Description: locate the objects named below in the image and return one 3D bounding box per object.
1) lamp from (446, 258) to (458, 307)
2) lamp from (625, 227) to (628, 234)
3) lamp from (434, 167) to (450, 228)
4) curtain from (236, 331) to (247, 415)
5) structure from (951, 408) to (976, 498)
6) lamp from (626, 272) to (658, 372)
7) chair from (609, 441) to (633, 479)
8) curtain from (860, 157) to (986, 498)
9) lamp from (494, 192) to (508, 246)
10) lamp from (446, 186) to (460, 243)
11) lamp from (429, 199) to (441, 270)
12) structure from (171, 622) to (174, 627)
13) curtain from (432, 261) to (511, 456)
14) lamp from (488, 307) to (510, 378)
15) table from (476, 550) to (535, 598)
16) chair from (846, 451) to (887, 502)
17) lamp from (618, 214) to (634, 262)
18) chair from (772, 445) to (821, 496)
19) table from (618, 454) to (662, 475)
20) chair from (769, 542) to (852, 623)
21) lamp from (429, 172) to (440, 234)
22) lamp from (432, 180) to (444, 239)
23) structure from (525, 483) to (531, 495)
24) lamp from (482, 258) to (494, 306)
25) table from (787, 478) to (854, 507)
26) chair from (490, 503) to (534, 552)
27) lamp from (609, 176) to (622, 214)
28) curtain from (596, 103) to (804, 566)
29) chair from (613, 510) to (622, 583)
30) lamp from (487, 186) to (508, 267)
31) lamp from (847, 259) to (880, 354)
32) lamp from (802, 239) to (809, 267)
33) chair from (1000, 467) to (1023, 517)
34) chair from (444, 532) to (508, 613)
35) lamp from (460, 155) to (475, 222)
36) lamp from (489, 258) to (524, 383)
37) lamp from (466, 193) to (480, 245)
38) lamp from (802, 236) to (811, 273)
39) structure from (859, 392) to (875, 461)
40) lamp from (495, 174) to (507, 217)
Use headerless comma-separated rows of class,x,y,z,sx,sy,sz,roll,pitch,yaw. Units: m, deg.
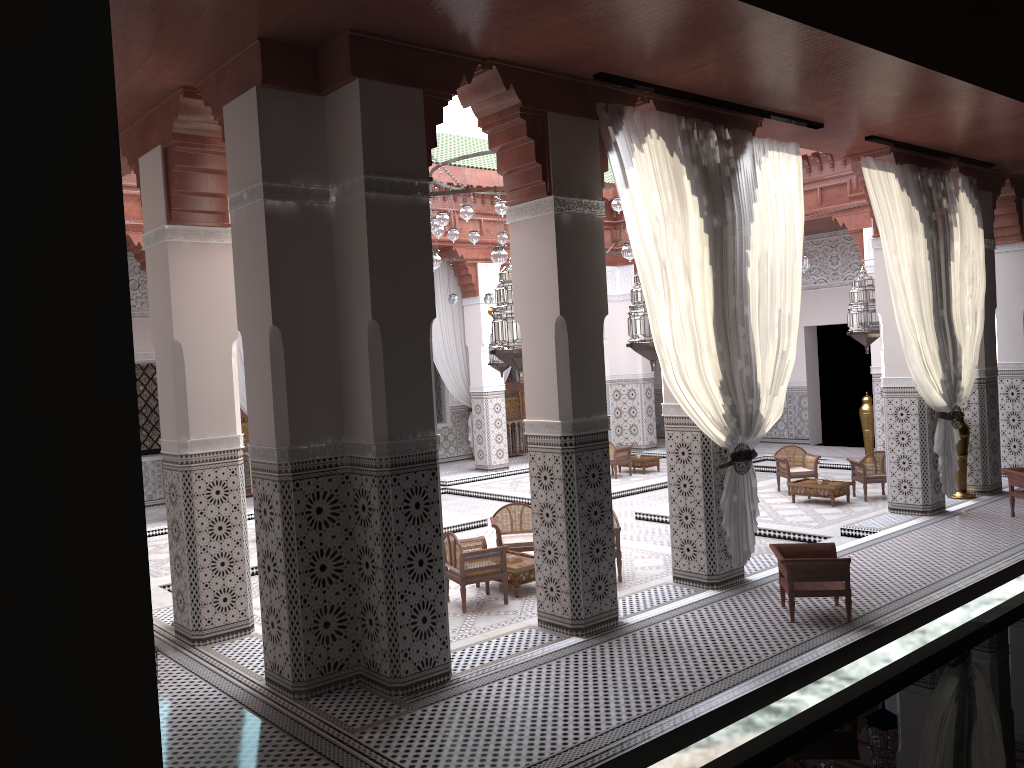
lamp,-0.463,-0.776,6.774,0.090,0.371,0.091,-3,2,15
lamp,0.809,-1.187,6.036,0.091,0.371,0.090,-3,2,0
lamp,-0.418,-1.090,5.150,0.090,0.371,0.091,-4,2,-15
curtain,-1.755,-0.094,6.630,1.304,1.761,0.048,-5,2,-40
structure,2.616,0.388,5.188,0.156,0.539,0.156,-4,2,-23
lamp,0.599,-0.330,3.832,0.216,0.552,0.221,-5,2,-40
chair,0.830,0.605,7.256,0.208,0.313,0.263,-5,2,-44
curtain,2.277,-0.270,4.700,1.304,1.761,0.137,-5,2,-40
lamp,-0.079,-1.139,6.138,0.090,0.371,0.091,-3,2,20
lamp,-0.400,-1.111,5.808,0.090,0.371,0.091,-4,2,-15
lamp,-0.376,-0.701,4.081,0.091,0.371,0.090,-4,2,-25
structure,-1.269,0.664,3.470,0.156,0.539,0.156,-3,2,11
curtain,-0.324,-0.212,7.811,1.304,1.761,0.048,-5,2,-40
lamp,-0.103,-0.363,7.527,0.216,0.618,0.217,-5,2,-40
table,0.000,0.838,3.946,0.229,0.142,0.330,-5,2,-40
chair,2.291,0.569,5.618,0.263,0.313,0.208,-3,2,0
lamp,0.541,-0.756,4.142,0.091,0.371,0.090,-4,2,-25
chair,1.926,0.579,6.000,0.263,0.313,0.208,-3,2,-4
table,1.066,0.671,7.459,0.229,0.142,0.330,-5,2,-40
chair,1.058,0.715,3.146,0.234,0.252,0.259,-3,2,8
lamp,-0.492,-1.092,5.355,0.091,0.371,0.090,-2,2,30
lamp,-0.482,-1.099,5.590,0.090,0.371,0.091,-5,2,-35
structure,0.316,0.778,5.693,0.528,0.310,0.501,-5,2,-40
lamp,-0.193,-0.797,6.931,0.090,0.371,0.091,-3,2,25
table,1.940,0.677,5.581,0.229,0.142,0.330,-5,2,-40
chair,0.032,0.741,4.255,0.263,0.313,0.208,-3,2,-4
lamp,0.586,-1.143,4.974,0.091,0.371,0.090,-4,2,-15
curtain,0.872,-0.156,3.520,1.303,1.764,0.129,-5,2,-40
chair,0.364,0.729,4.011,0.208,0.313,0.263,-4,2,-10
lamp,-0.069,-0.718,4.042,0.091,0.371,0.090,-4,2,-25
lamp,1.996,-0.446,5.010,0.216,0.552,0.221,-5,2,-40
lamp,1.670,-0.851,5.147,0.091,0.371,0.090,-4,2,-25
chair,2.657,0.559,4.475,0.234,0.252,0.259,-3,2,0
chair,-0.158,0.767,3.728,0.208,0.313,0.263,-4,2,-26
lamp,-0.272,-1.093,4.972,0.090,0.371,0.091,-5,2,-35
lamp,0.021,-0.282,3.345,0.216,0.552,0.221,-5,2,-40
lamp,-0.271,-1.123,5.985,0.090,0.371,0.091,-3,2,0
lamp,1.780,-0.866,5.438,0.091,0.371,0.090,-4,2,-25
structure,2.759,0.329,6.865,0.156,0.539,0.156,-3,2,11
lamp,-0.071,-1.102,4.865,0.091,0.371,0.090,-2,2,35
